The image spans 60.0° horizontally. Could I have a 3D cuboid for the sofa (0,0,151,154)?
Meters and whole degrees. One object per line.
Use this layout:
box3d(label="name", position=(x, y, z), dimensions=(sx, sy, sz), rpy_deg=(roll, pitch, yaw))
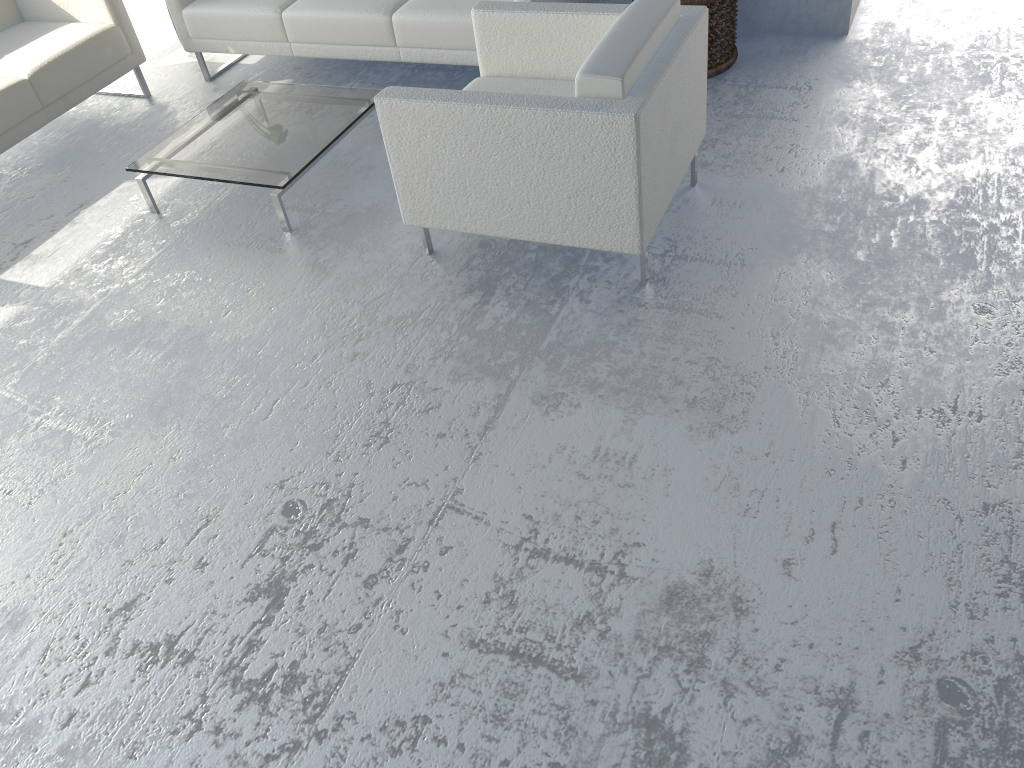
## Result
box3d(label="sofa", position=(-2.509, -1.151, 3.717), dimensions=(0.821, 0.658, 1.881), rpy_deg=(11, 46, 22))

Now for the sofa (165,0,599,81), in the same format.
box3d(label="sofa", position=(-0.612, -1.839, 4.112), dimensions=(1.881, 0.658, 0.821), rpy_deg=(11, 46, 22))

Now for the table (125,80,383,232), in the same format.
box3d(label="table", position=(-0.973, -0.934, 3.537), dimensions=(0.730, 0.190, 0.773), rpy_deg=(11, 46, 22))

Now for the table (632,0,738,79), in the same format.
box3d(label="table", position=(0.732, -1.541, 3.760), dimensions=(0.452, 0.358, 0.452), rpy_deg=(-7, 42, 3))

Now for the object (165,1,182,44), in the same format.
box3d(label="object", position=(-1.600, -2.203, 4.409), dimensions=(0.387, 1.051, 0.400), rpy_deg=(-33, 47, -24))

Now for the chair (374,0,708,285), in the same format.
box3d(label="chair", position=(0.128, -0.814, 2.843), dimensions=(0.821, 0.662, 0.748), rpy_deg=(11, 46, 22))
